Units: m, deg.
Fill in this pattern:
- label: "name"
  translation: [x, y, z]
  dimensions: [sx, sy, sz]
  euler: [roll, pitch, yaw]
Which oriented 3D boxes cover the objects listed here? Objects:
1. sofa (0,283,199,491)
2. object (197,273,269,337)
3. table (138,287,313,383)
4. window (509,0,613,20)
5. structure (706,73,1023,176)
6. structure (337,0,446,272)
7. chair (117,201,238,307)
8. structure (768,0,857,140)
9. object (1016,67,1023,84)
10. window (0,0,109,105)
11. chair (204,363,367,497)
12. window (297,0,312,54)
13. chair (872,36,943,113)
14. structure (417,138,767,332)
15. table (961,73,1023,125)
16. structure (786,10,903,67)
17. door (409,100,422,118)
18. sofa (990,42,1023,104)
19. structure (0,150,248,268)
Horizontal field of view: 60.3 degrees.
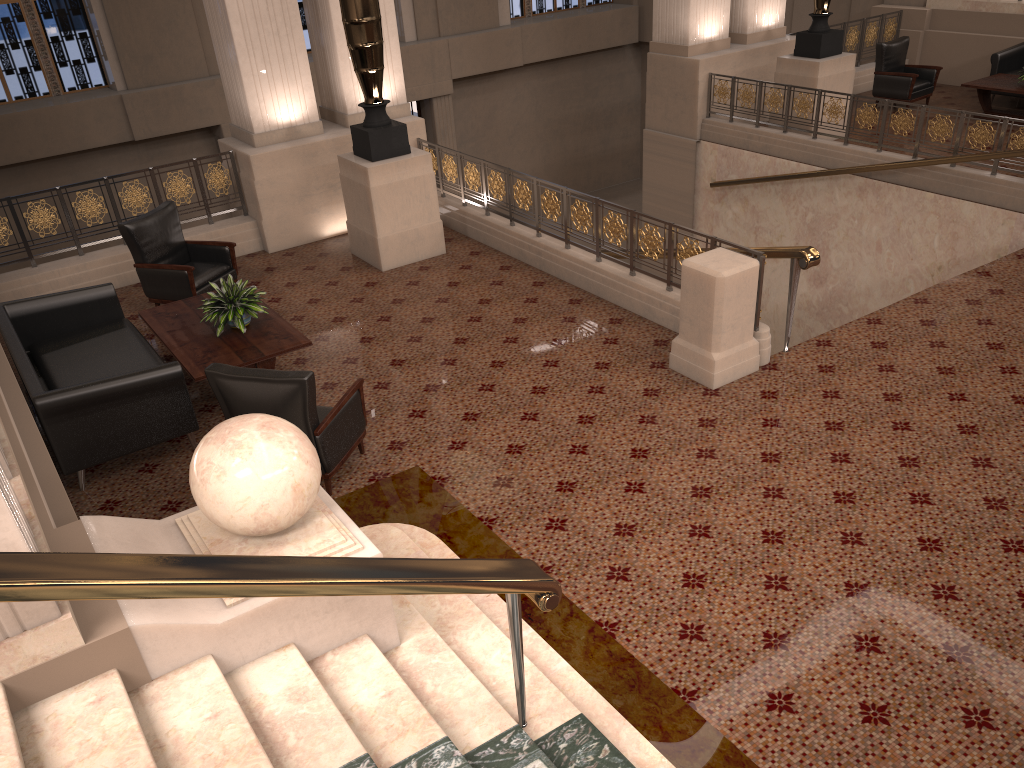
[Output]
- label: "sofa"
  translation: [-2.902, -0.069, 6.130]
  dimensions: [0.859, 0.746, 1.857]
  euler: [-23, 34, -27]
- label: "object"
  translation: [-2.011, -0.590, 6.324]
  dimensions: [0.502, 0.397, 0.498]
  euler: [-4, 31, 1]
- label: "table"
  translation: [-2.129, -0.238, 6.593]
  dimensions: [0.824, 0.460, 1.425]
  euler: [-22, 34, -27]
- label: "window"
  translation: [0.694, -9.975, 16.495]
  dimensions: [2.937, 5.646, 0.067]
  euler: [-22, 36, -25]
- label: "structure"
  translation: [3.888, -2.832, 9.586]
  dimensions: [0.078, 0.567, 4.772]
  euler: [-24, 35, -28]
- label: "structure"
  translation: [-1.232, -2.539, 7.989]
  dimensions: [0.688, 2.938, 0.676]
  euler: [-23, 36, -26]
- label: "chair"
  translation: [-2.892, -1.085, 7.764]
  dimensions: [0.713, 0.889, 0.618]
  euler: [8, 34, 20]
- label: "structure"
  translation: [3.686, -4.402, 10.507]
  dimensions: [0.688, 2.938, 0.676]
  euler: [-23, 36, -26]
- label: "object"
  translation: [6.456, -3.854, 10.759]
  dimensions: [0.502, 0.397, 0.498]
  euler: [-4, 31, 1]
- label: "window"
  translation: [-7.917, -6.713, 12.087]
  dimensions: [2.937, 5.646, 0.067]
  euler: [-22, 36, -25]
- label: "chair"
  translation: [-1.308, 0.175, 5.321]
  dimensions: [0.645, 0.889, 0.683]
  euler: [5, 33, 16]
- label: "window"
  translation: [-3.685, -8.316, 14.254]
  dimensions: [2.937, 5.646, 0.067]
  euler: [-22, 36, -25]
- label: "chair"
  translation: [5.346, -4.207, 11.985]
  dimensions: [0.633, 0.889, 0.696]
  euler: [-26, 37, -30]
- label: "structure"
  translation: [0.377, -1.502, 7.789]
  dimensions: [0.078, 0.567, 4.768]
  euler: [-23, 34, -27]
- label: "table"
  translation: [6.489, -3.502, 11.005]
  dimensions: [0.824, 0.460, 1.425]
  euler: [-22, 34, -27]
- label: "structure"
  translation: [4.841, -4.931, 12.883]
  dimensions: [2.492, 0.690, 0.031]
  euler: [-21, 36, -26]
- label: "door"
  translation: [-2.255, -4.063, 17.138]
  dimensions: [1.466, 2.870, 0.150]
  euler: [-22, 36, -25]
- label: "sofa"
  translation: [7.239, -3.910, 11.322]
  dimensions: [0.859, 0.746, 1.857]
  euler: [-23, 34, -27]
- label: "structure"
  translation: [-3.822, -1.650, 8.448]
  dimensions: [2.492, 0.690, 0.031]
  euler: [-21, 36, -26]
